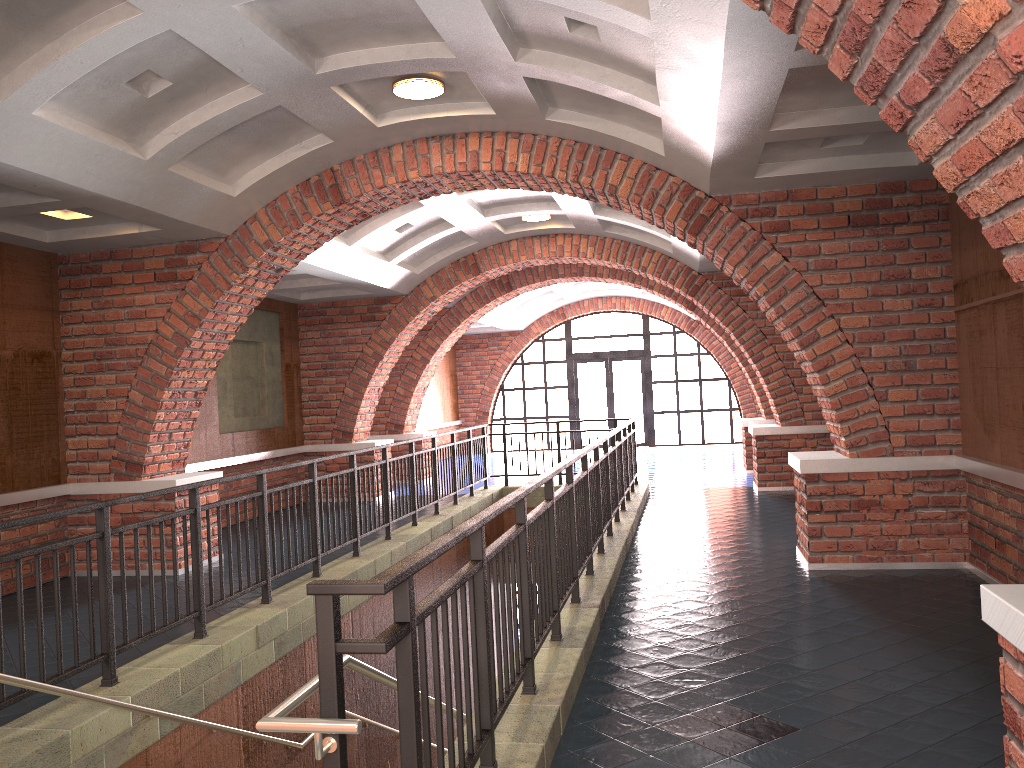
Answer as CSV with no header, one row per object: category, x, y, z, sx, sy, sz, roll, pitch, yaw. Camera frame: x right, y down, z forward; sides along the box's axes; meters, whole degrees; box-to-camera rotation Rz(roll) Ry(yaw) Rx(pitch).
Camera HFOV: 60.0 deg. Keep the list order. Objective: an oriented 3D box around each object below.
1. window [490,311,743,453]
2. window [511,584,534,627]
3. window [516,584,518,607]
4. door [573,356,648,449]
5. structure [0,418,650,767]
window,2.472,-0.102,21.998,6.353,3.471,0.100,-3,-1,11
window,2.688,4.291,21.952,6.353,3.471,0.100,-3,-1,11
window,3.081,4.289,23.934,6.353,3.471,0.100,-3,-1,11
door,2.449,0.468,22.008,1.754,2.236,0.040,-3,-1,11
structure,-0.183,3.369,7.704,2.464,5.665,11.177,-3,-1,11
